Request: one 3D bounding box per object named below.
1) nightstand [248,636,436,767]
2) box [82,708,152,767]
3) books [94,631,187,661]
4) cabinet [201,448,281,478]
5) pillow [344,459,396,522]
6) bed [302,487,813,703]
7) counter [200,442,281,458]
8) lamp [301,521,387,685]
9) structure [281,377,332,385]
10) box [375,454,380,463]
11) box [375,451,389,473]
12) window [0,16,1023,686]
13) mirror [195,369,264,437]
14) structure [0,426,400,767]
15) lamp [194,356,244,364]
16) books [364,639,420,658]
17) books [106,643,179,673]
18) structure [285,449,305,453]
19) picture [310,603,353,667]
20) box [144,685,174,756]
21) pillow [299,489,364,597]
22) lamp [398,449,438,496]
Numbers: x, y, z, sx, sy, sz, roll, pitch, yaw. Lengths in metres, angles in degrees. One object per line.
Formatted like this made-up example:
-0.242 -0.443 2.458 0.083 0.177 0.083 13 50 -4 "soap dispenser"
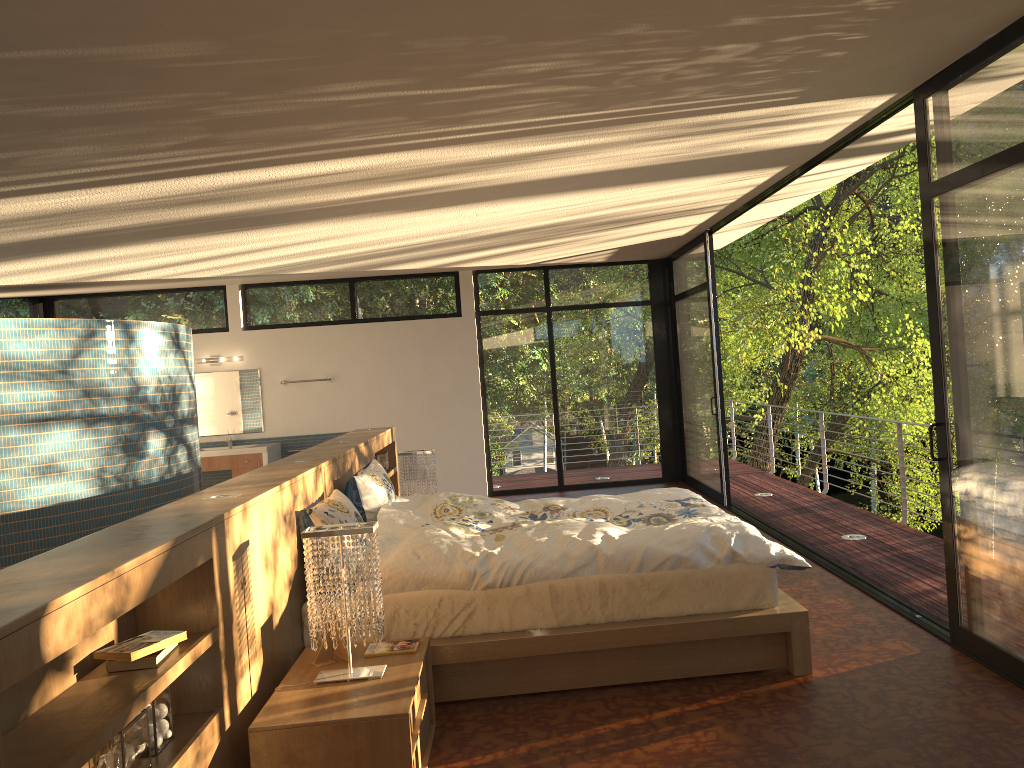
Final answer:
-0.543 1.180 3.046 0.479 0.347 0.772 -4 1 -2 "nightstand"
-0.993 0.913 2.179 0.134 0.156 0.157 -4 1 -2 "box"
-1.005 0.707 2.398 0.130 0.022 0.194 -4 1 24 "books"
-3.564 1.115 9.030 2.289 0.710 0.547 -4 0 -4 "cabinet"
-0.771 0.660 4.861 0.253 0.439 0.620 -4 1 2 "pillow"
0.198 0.925 4.534 2.163 0.712 1.821 -4 1 -3 "bed"
-3.589 0.758 9.028 2.290 0.111 0.547 -4 1 -4 "counter"
-0.575 0.747 3.044 0.248 0.522 0.124 -4 0 -4 "lamp"
-2.190 -0.031 9.397 0.541 0.056 0.197 -4 1 -4 "structure"
-1.033 0.604 6.472 0.117 0.171 0.124 -4 0 -2 "box"
-1.027 0.606 6.802 0.134 0.156 0.157 -4 1 -2 "box"
-1.422 0.133 4.553 6.874 2.513 10.271 -4 1 -3 "window"
-3.634 0.243 9.328 1.969 0.678 0.100 -4 0 -5 "mirror"
-1.040 0.881 4.306 0.309 0.974 5.775 -4 1 -1 "structure"
-3.133 -0.248 9.283 0.623 0.070 0.117 -4 1 -4 "lamp"
-0.447 0.990 3.313 0.190 0.012 0.133 -4 1 -2 "books"
-0.999 0.733 2.400 0.130 0.030 0.181 -4 1 -5 "books"
-2.139 0.693 9.400 0.507 0.021 0.198 -4 1 -4 "structure"
-0.677 0.912 3.228 0.119 0.202 0.152 -4 1 -37 "picture"
-1.005 0.903 2.398 0.117 0.171 0.124 -4 0 -2 "box"
-0.791 0.713 3.997 0.268 0.404 0.601 -4 1 0 "pillow"
-0.623 0.816 6.090 0.262 0.730 0.162 -4 0 -3 "lamp"
